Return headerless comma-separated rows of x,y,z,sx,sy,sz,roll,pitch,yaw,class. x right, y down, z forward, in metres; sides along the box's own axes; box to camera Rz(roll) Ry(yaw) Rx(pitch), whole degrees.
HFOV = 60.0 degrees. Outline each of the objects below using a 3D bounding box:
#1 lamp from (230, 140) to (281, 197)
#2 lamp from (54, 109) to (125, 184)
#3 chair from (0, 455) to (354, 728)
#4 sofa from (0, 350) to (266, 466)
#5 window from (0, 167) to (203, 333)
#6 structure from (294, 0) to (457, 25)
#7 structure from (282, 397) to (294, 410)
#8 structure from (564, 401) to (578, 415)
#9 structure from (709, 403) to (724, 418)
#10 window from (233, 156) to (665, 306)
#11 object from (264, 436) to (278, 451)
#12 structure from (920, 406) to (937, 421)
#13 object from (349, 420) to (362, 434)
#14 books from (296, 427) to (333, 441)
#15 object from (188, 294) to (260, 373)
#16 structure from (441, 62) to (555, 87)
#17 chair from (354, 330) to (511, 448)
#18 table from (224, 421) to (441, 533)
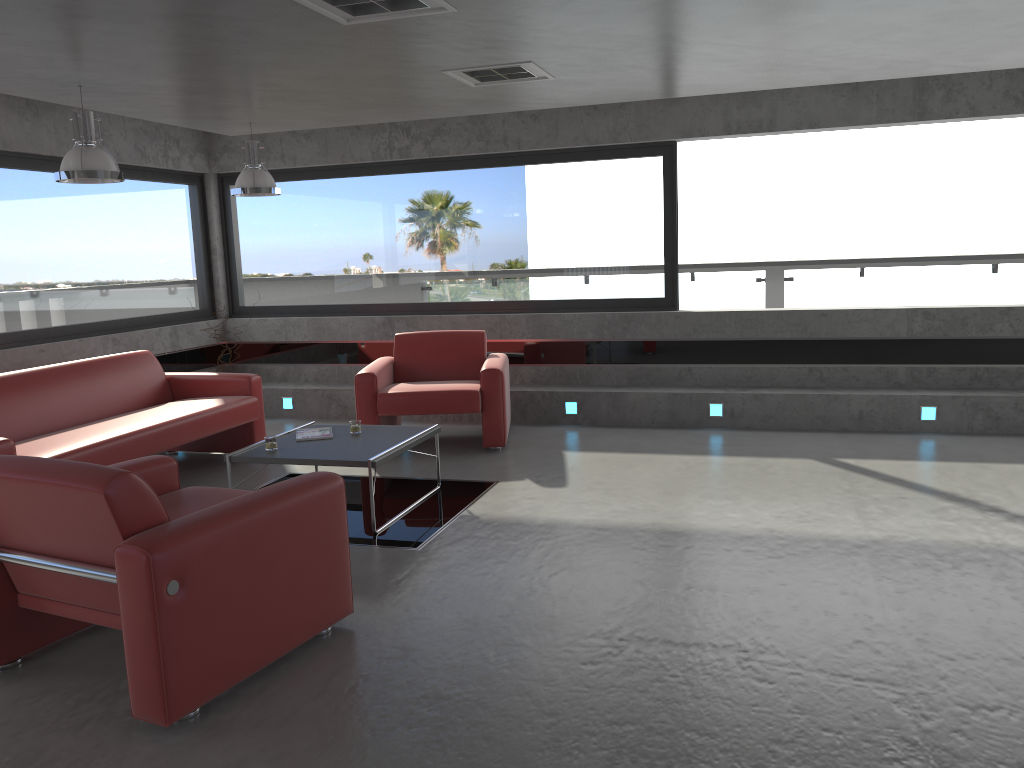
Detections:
-2.062,-1.726,7.091,0.388,0.422,0.389,-1,9,6,lamp
-2.587,-1.448,5.392,0.389,0.422,0.388,0,9,17,lamp
-1.427,0.622,3.631,1.196,0.854,1.130,2,10,27,chair
-2.834,0.307,6.067,1.120,0.854,2.626,0,9,17,sofa
-4.361,-0.818,5.465,0.003,1.364,7.800,0,9,17,window
-0.600,-1.751,3.782,0.563,0.240,0.563,0,9,17,structure
-2.219,0.192,8.770,0.123,0.123,0.004,0,9,17,structure
0.529,0.215,7.924,0.123,0.123,0.004,0,9,17,structure
1.738,0.224,7.552,0.123,0.123,0.004,0,9,17,structure
-0.775,-1.441,8.669,4.583,1.364,0.003,0,9,17,window
-1.464,0.360,5.392,0.079,0.077,0.079,-2,9,0,object
3.319,0.237,7.066,0.123,0.123,0.004,0,9,17,structure
-1.024,0.281,5.804,0.079,0.077,0.079,2,10,25,object
-1.290,0.321,5.791,0.228,0.022,0.326,-4,9,-13,books
-2.623,-0.196,8.128,0.531,1.289,0.466,3,10,30,object
-0.078,-2.026,5.471,0.563,0.240,0.563,0,9,17,structure
-0.631,0.022,7.390,1.196,0.854,1.130,-2,9,2,chair
-1.086,0.559,5.619,0.994,0.436,1.018,0,9,17,table
